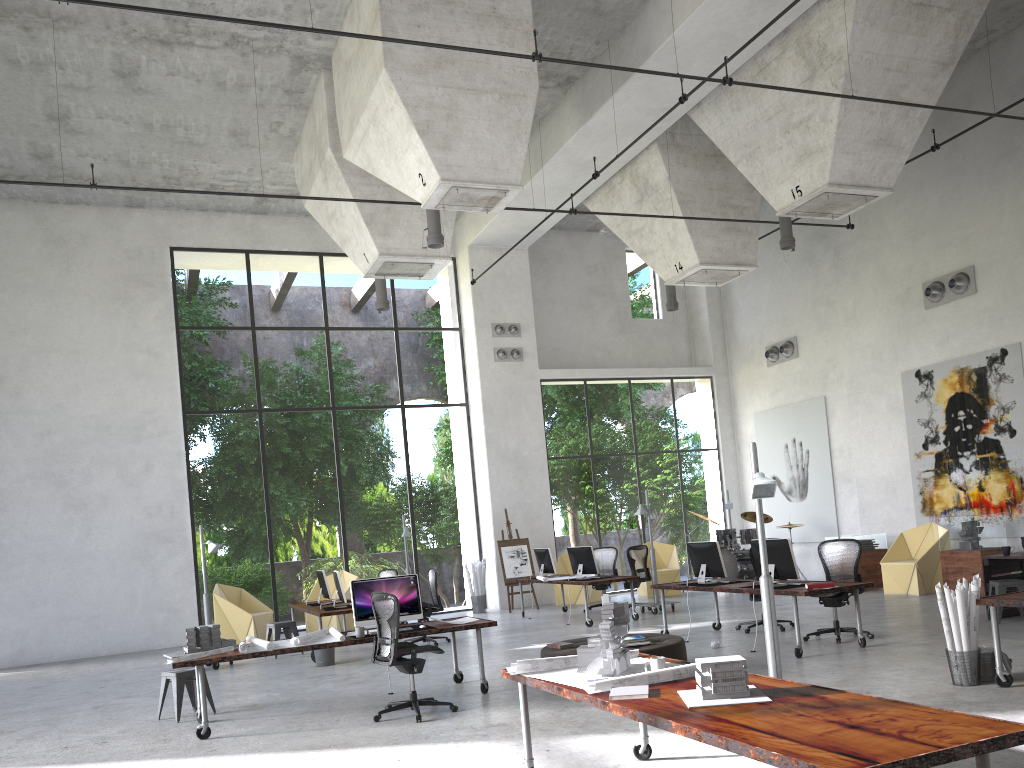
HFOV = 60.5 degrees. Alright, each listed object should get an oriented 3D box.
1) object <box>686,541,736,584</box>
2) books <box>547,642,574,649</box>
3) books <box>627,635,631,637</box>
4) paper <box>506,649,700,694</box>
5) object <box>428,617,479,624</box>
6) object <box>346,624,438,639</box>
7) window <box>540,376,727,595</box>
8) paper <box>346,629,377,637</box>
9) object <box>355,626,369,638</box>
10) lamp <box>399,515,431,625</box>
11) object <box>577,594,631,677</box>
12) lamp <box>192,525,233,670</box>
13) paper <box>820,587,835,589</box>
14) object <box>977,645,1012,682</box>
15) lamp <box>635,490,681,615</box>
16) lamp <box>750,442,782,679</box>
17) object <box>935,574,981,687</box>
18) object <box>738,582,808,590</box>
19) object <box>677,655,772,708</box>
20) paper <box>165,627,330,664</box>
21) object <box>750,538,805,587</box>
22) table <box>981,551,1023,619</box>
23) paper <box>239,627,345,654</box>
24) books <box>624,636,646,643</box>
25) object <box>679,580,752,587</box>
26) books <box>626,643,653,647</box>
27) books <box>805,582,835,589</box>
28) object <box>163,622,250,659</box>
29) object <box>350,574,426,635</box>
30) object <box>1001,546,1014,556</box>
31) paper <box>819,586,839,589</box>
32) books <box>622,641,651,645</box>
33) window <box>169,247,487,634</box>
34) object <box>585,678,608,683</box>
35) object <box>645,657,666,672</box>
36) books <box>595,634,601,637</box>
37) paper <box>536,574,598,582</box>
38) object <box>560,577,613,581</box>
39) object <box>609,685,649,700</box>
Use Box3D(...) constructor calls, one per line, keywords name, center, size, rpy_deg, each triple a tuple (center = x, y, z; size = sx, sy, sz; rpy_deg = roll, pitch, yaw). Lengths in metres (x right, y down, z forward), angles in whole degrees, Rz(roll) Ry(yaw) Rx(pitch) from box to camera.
Box3D(name="object", center=(2.619, 2.337, 11.538), size=(0.376, 0.548, 0.725), rpy_deg=(-4, -7, -21))
Box3D(name="books", center=(0.502, 2.716, 9.127), size=(0.174, 0.032, 0.258), rpy_deg=(0, -11, -31))
Box3D(name="books", center=(1.134, 2.662, 9.293), size=(0.144, 0.102, 0.207), rpy_deg=(0, -10, -37))
Box3D(name="paper", center=(0.613, 1.706, 5.298), size=(0.973, 0.104, 1.092), rpy_deg=(0, -11, -27))
Box3D(name="object", center=(-0.628, 2.477, 9.267), size=(0.468, 0.085, 0.442), rpy_deg=(-2, -10, -19))
Box3D(name="object", center=(-1.247, 2.545, 9.033), size=(0.846, 0.008, 0.698), rpy_deg=(-1, -10, -21))
Box3D(name="window", center=(2.909, 2.279, 20.119), size=(4.548, 4.865, 0.020), rpy_deg=(-3, -2, -22))
Box3D(name="paper", center=(-1.483, 2.575, 9.120), size=(0.484, 0.001, 0.435), rpy_deg=(-3, -10, -12))
Box3D(name="object", center=(-1.491, 2.460, 8.721), size=(0.123, 0.099, 0.088), rpy_deg=(-6, -5, 7))
Box3D(name="lamp", center=(-2.016, 3.601, 17.013), size=(0.577, 2.140, 0.602), rpy_deg=(-4, -2, -23))
Box3D(name="object", center=(0.541, 1.532, 5.340), size=(0.362, 0.517, 0.497), rpy_deg=(-6, -6, 13))
Box3D(name="lamp", center=(-4.573, 3.179, 13.150), size=(0.598, 2.140, 0.581), rpy_deg=(-6, -2, 10))
Box3D(name="paper", center=(3.376, 2.217, 9.568), size=(0.293, 0.001, 0.211), rpy_deg=(-11, -11, 29))
Box3D(name="object", center=(4.068, 2.384, 7.538), size=(0.399, 0.296, 0.296), rpy_deg=(-8, -6, 21))
Box3D(name="lamp", center=(2.442, 2.914, 15.318), size=(0.594, 2.140, 0.584), rpy_deg=(-4, -2, -23))
Box3D(name="lamp", center=(1.956, 1.517, 6.762), size=(0.580, 2.140, 0.599), rpy_deg=(-5, -2, 2))
Box3D(name="object", center=(3.806, 2.077, 7.426), size=(0.319, 0.932, 0.344), rpy_deg=(-5, -3, -5))
Box3D(name="object", center=(3.159, 2.358, 10.262), size=(0.685, 0.008, 0.862), rpy_deg=(-1, -10, -21))
Box3D(name="object", center=(1.031, 1.452, 4.336), size=(0.389, 0.181, 0.421), rpy_deg=(-6, -8, 3))
Box3D(name="paper", center=(-2.414, 2.542, 8.633), size=(0.895, 0.102, 1.947), rpy_deg=(-8, -10, 16))
Box3D(name="object", center=(3.130, 2.077, 10.271), size=(0.376, 0.548, 0.725), rpy_deg=(-4, -7, -21))
Box3D(name="table", center=(6.931, 2.400, 10.602), size=(1.501, 0.789, 1.625), rpy_deg=(-2, -9, -22))
Box3D(name="paper", center=(-2.185, 2.528, 8.694), size=(1.072, 0.104, 0.991), rpy_deg=(-1, -10, -22))
Box3D(name="books", center=(1.211, 2.630, 9.039), size=(0.284, 0.033, 0.200), rpy_deg=(-4, -9, -9))
Box3D(name="object", center=(2.647, 2.618, 11.530), size=(0.685, 0.008, 0.862), rpy_deg=(-1, -10, -21))
Box3D(name="books", center=(1.225, 2.590, 8.732), size=(0.300, 0.031, 0.223), rpy_deg=(-4, -9, -7))
Box3D(name="books", center=(3.342, 2.189, 9.552), size=(0.286, 0.052, 0.204), rpy_deg=(-7, -9, 10))
Box3D(name="object", center=(-3.030, 2.499, 8.690), size=(0.734, 0.303, 0.440), rpy_deg=(0, -9, -32))
Box3D(name="object", center=(-1.272, 2.265, 9.045), size=(0.712, 0.550, 0.382), rpy_deg=(-3, -5, -21))
Box3D(name="object", center=(6.127, 2.064, 10.863), size=(0.100, 0.109, 0.131), rpy_deg=(-2, -7, -31))
Box3D(name="paper", center=(3.385, 2.215, 9.570), size=(0.290, 0.001, 0.213), rpy_deg=(-4, -10, -5))
Box3D(name="books", center=(1.230, 2.587, 8.758), size=(0.302, 0.039, 0.222), rpy_deg=(-7, -10, 12))
Box3D(name="window", center=(-3.656, 1.134, 18.308), size=(5.943, 7.804, 0.068), rpy_deg=(-3, -2, -22))
Box3D(name="object", center=(0.506, 1.699, 5.001), size=(0.133, 0.008, 0.206), rpy_deg=(-3, -10, -11))
Box3D(name="object", center=(0.832, 1.641, 5.100), size=(0.123, 0.099, 0.088), rpy_deg=(-6, -5, 6))
Box3D(name="books", center=(0.980, 2.706, 9.371), size=(0.199, 0.034, 0.286), rpy_deg=(-9, -10, 23))
Box3D(name="paper", center=(0.972, 3.428, 15.719), size=(1.073, 0.104, 0.990), rpy_deg=(-3, -10, -12))
Box3D(name="object", center=(1.291, 3.306, 14.891), size=(0.686, 0.008, 0.861), rpy_deg=(1, -11, -31))
Box3D(name="object", center=(0.616, 1.617, 4.601), size=(0.200, 0.023, 0.238), rpy_deg=(-7, -10, 8))
